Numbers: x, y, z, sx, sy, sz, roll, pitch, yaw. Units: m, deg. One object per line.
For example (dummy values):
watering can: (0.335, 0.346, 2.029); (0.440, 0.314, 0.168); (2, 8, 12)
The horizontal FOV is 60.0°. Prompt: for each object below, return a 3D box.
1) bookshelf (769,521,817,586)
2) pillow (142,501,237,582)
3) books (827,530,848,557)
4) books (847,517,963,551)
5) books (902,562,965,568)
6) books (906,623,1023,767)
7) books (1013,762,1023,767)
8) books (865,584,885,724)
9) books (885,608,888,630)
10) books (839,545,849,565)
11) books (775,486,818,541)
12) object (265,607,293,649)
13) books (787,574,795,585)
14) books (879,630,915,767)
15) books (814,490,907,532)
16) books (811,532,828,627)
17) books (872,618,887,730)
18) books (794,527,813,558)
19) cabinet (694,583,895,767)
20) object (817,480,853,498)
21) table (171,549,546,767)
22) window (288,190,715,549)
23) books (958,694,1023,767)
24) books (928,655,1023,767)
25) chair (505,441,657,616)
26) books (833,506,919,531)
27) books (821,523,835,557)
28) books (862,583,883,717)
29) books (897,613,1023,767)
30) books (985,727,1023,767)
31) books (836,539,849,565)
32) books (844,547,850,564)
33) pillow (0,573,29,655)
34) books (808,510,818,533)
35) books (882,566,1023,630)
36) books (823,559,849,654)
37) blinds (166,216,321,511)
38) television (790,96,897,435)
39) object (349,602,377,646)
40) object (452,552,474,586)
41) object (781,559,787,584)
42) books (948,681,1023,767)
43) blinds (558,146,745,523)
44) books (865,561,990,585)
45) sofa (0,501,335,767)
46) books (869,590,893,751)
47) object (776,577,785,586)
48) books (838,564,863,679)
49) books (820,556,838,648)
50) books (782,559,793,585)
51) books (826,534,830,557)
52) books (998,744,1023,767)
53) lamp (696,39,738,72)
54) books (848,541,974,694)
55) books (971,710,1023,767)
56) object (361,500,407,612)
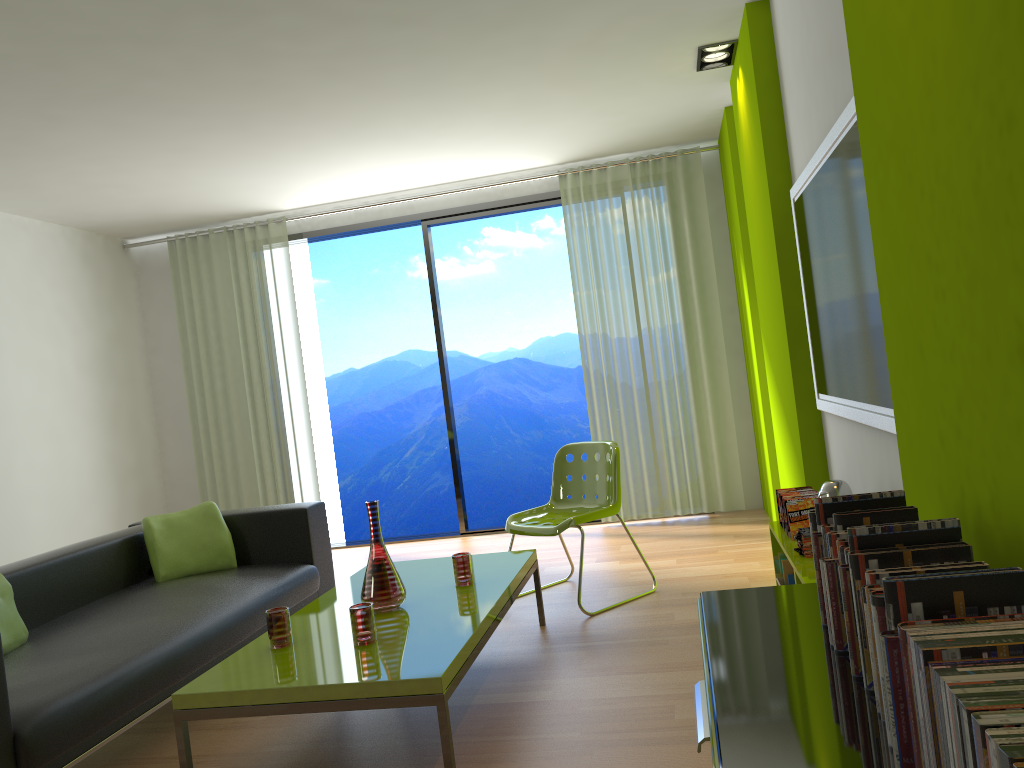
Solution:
bookshelf: (1.136, 0.784, 3.007); (0.306, 0.378, 1.630); (-7, 0, 10)
pillow: (-1.613, 0.790, 4.418); (0.399, 0.362, 0.269); (-7, 0, -31)
books: (0.656, 0.357, 1.572); (0.163, 0.201, 0.025); (-7, 0, 10)
books: (0.619, 0.339, 1.373); (0.163, 0.248, 0.017); (-7, 0, 10)
books: (0.616, 0.367, 1.307); (0.151, 0.193, 0.025); (-7, 0, 10)
books: (0.531, 0.376, 0.981); (0.140, 0.197, 0.069); (-7, 0, 10)
books: (0.470, 0.382, 0.651); (0.154, 0.202, 0.048); (-7, 0, 10)
books: (0.582, 0.371, 1.219); (0.161, 0.196, 0.030); (-7, 0, 10)
books: (0.563, 0.373, 1.112); (0.159, 0.196, 0.016); (-7, 0, 10)
books: (0.640, 0.361, 1.472); (0.163, 0.198, 0.018); (-7, 0, 10)
books: (1.166, 0.517, 3.569); (0.147, 0.150, 0.370); (-7, 0, 10)
object: (-0.770, 0.808, 2.935); (0.076, 0.122, 0.075); (-7, 0, 45)
books: (1.201, 0.865, 3.691); (0.086, 0.148, 0.025); (-7, 0, 10)
books: (0.548, 0.385, 1.071); (0.178, 0.177, 0.030); (-7, 0, 10)
books: (0.675, 0.333, 1.689); (0.163, 0.246, 0.017); (-7, 0, 10)
books: (0.667, 0.365, 1.670); (0.180, 0.183, 0.025); (-7, 0, 10)
books: (0.579, 0.386, 1.194); (0.161, 0.166, 0.020); (-7, 0, 10)
books: (1.097, 0.560, 3.168); (0.164, 0.078, 0.172); (-7, 0, 9)
cabinet: (0.390, 0.786, 0.342); (0.547, 0.593, 3.384); (-7, 0, 10)
object: (1.053, 0.460, 2.848); (0.107, 0.305, 0.107); (-7, 0, -23)
table: (-0.413, 0.996, 3.302); (0.810, 0.349, 1.682); (-7, 0, 10)
window: (-0.302, -0.087, 6.797); (3.336, 2.498, 0.219); (-7, 0, 10)
books: (0.496, 0.380, 0.791); (0.154, 0.200, 0.031); (-7, 0, 10)
books: (0.514, 0.385, 0.892); (0.131, 0.185, 0.112); (-7, 0, 10)
chair: (0.283, 0.701, 4.472); (0.546, 0.759, 0.640); (-7, 0, -41)
books: (0.672, 0.342, 1.611); (0.144, 0.227, 0.025); (-7, 0, 10)
books: (0.669, 0.356, 1.641); (0.163, 0.201, 0.032); (-7, 0, 10)
books: (0.587, 0.373, 1.244); (0.161, 0.191, 0.021); (-7, 0, 10)
books: (0.548, 0.375, 1.036); (0.161, 0.196, 0.038); (-7, 0, 10)
books: (0.483, 0.381, 0.721); (0.154, 0.200, 0.031); (-7, 0, 10)
books: (0.644, 0.358, 1.494); (0.163, 0.204, 0.025); (-7, 0, 10)
books: (0.631, 0.360, 1.422); (0.163, 0.204, 0.033); (-7, 0, 10)
pillow: (-1.907, 0.847, 3.184); (0.164, 0.317, 0.380); (-7, 0, -6)
books: (0.679, 0.347, 1.726); (0.172, 0.215, 0.030); (-7, 0, 10)
books: (0.556, 0.353, 1.094); (0.161, 0.239, 0.020); (-7, 0, 10)
books: (0.640, 0.379, 1.521); (0.185, 0.164, 0.025); (-7, 0, 10)
blinds: (-2.059, 0.050, 6.894); (1.012, 2.568, 0.067); (-7, 0, 10)
television: (1.110, -0.340, 3.001); (0.028, 0.941, 1.537); (-7, 0, 10)
object: (-0.477, 0.771, 2.842); (0.076, 0.122, 0.075); (-7, 0, -24)
object: (-0.194, 0.735, 3.511); (0.076, 0.122, 0.075); (-7, 0, 45)
object: (1.233, 0.835, 3.746); (0.158, 0.200, 0.040); (-7, 0, 10)
books: (0.501, 0.379, 0.821); (0.154, 0.200, 0.031); (-7, 0, 10)
blinds: (0.986, -0.332, 6.328); (1.012, 2.568, 0.067); (-7, 0, 10)
books: (0.602, 0.364, 1.266); (0.163, 0.204, 0.025); (-7, 0, 10)
sofa: (-1.652, 1.008, 3.546); (1.061, 0.639, 2.583); (-7, 0, 10)
books: (0.562, 0.367, 1.138); (0.170, 0.209, 0.036); (-7, 0, 10)
object: (1.207, 0.882, 3.592); (0.213, 0.129, 0.367); (-7, 0, 10)
books: (0.619, 0.371, 1.395); (0.180, 0.185, 0.025); (-7, 0, 10)
books: (0.643, 0.379, 1.549); (0.185, 0.162, 0.025); (-7, 0, 10)
books: (1.228, 0.834, 3.722); (0.158, 0.202, 0.051); (-7, 0, 10)
books: (0.660, 0.359, 1.592); (0.163, 0.196, 0.018); (-7, 0, 10)
books: (0.476, 0.382, 0.682); (0.154, 0.202, 0.048); (-7, 0, 10)
lamp: (1.031, -1.725, 4.504); (0.192, 0.131, 0.352); (-7, 0, 10)
books: (0.610, 0.356, 1.337); (0.172, 0.217, 0.031); (-7, 0, 10)
books: (0.489, 0.381, 0.756); (0.154, 0.200, 0.031); (-7, 0, 10)
object: (-0.490, 0.630, 3.262); (0.168, 0.400, 0.168); (-7, 0, -4)
